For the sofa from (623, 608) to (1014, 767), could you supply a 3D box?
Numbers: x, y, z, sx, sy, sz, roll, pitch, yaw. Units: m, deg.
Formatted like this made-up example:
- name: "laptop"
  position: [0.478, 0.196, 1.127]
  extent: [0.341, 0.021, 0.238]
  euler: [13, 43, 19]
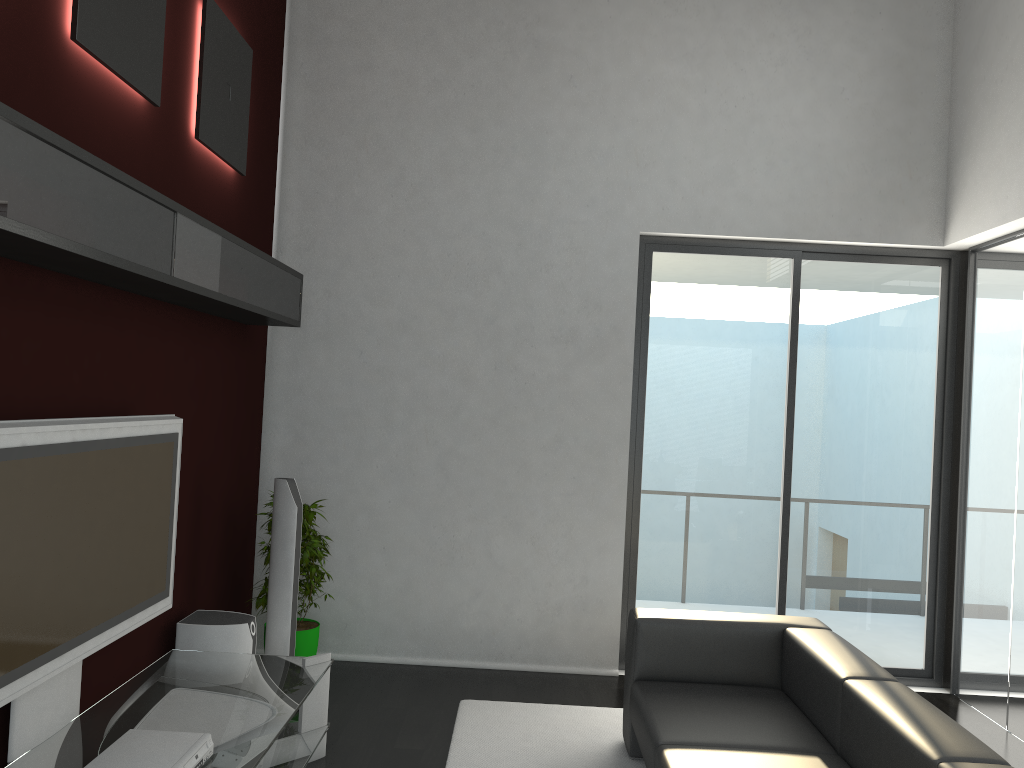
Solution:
- name: "sofa"
  position: [0.988, 1.388, 2.934]
  extent: [0.943, 0.652, 2.781]
  euler: [3, -1, 1]

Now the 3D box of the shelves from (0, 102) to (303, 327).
- name: "shelves"
  position: [-1.397, -0.548, 1.554]
  extent: [0.305, 0.301, 6.988]
  euler: [3, -1, 1]

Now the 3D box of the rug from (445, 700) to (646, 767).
- name: "rug"
  position: [0.630, 1.713, 2.921]
  extent: [1.875, 0.009, 3.695]
  euler: [3, -1, 1]

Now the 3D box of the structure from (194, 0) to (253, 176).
- name: "structure"
  position: [-1.433, -1.453, 4.394]
  extent: [0.055, 0.676, 0.678]
  euler: [3, -1, 1]

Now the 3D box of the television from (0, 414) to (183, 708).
- name: "television"
  position: [-1.436, 0.516, 2.966]
  extent: [0.099, 0.807, 1.436]
  euler: [3, -1, 1]

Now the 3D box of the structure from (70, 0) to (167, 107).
- name: "structure"
  position: [-1.449, -1.475, 3.286]
  extent: [0.055, 0.676, 0.678]
  euler: [3, -1, 1]

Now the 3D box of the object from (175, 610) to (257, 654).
- name: "object"
  position: [-1.385, 1.366, 4.183]
  extent: [0.323, 0.518, 0.286]
  euler: [3, -1, 1]

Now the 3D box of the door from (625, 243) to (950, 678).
- name: "door"
  position: [1.714, 0.470, 5.514]
  extent: [1.900, 2.600, 0.050]
  euler: [3, -1, 1]

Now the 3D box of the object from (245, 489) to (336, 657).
- name: "object"
  position: [-1.253, 1.124, 5.009]
  extent: [0.507, 1.068, 0.599]
  euler: [3, -1, -14]

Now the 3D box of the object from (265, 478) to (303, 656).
- name: "object"
  position: [-1.174, 1.058, 4.549]
  extent: [0.215, 1.141, 0.228]
  euler: [3, -1, 16]

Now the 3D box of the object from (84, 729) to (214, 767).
- name: "object"
  position: [-1.103, 1.155, 2.647]
  extent: [0.273, 0.073, 0.439]
  euler: [3, -1, 1]

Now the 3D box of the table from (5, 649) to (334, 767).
- name: "table"
  position: [-1.194, 1.076, 2.976]
  extent: [0.771, 1.093, 2.046]
  euler: [3, -1, 1]
